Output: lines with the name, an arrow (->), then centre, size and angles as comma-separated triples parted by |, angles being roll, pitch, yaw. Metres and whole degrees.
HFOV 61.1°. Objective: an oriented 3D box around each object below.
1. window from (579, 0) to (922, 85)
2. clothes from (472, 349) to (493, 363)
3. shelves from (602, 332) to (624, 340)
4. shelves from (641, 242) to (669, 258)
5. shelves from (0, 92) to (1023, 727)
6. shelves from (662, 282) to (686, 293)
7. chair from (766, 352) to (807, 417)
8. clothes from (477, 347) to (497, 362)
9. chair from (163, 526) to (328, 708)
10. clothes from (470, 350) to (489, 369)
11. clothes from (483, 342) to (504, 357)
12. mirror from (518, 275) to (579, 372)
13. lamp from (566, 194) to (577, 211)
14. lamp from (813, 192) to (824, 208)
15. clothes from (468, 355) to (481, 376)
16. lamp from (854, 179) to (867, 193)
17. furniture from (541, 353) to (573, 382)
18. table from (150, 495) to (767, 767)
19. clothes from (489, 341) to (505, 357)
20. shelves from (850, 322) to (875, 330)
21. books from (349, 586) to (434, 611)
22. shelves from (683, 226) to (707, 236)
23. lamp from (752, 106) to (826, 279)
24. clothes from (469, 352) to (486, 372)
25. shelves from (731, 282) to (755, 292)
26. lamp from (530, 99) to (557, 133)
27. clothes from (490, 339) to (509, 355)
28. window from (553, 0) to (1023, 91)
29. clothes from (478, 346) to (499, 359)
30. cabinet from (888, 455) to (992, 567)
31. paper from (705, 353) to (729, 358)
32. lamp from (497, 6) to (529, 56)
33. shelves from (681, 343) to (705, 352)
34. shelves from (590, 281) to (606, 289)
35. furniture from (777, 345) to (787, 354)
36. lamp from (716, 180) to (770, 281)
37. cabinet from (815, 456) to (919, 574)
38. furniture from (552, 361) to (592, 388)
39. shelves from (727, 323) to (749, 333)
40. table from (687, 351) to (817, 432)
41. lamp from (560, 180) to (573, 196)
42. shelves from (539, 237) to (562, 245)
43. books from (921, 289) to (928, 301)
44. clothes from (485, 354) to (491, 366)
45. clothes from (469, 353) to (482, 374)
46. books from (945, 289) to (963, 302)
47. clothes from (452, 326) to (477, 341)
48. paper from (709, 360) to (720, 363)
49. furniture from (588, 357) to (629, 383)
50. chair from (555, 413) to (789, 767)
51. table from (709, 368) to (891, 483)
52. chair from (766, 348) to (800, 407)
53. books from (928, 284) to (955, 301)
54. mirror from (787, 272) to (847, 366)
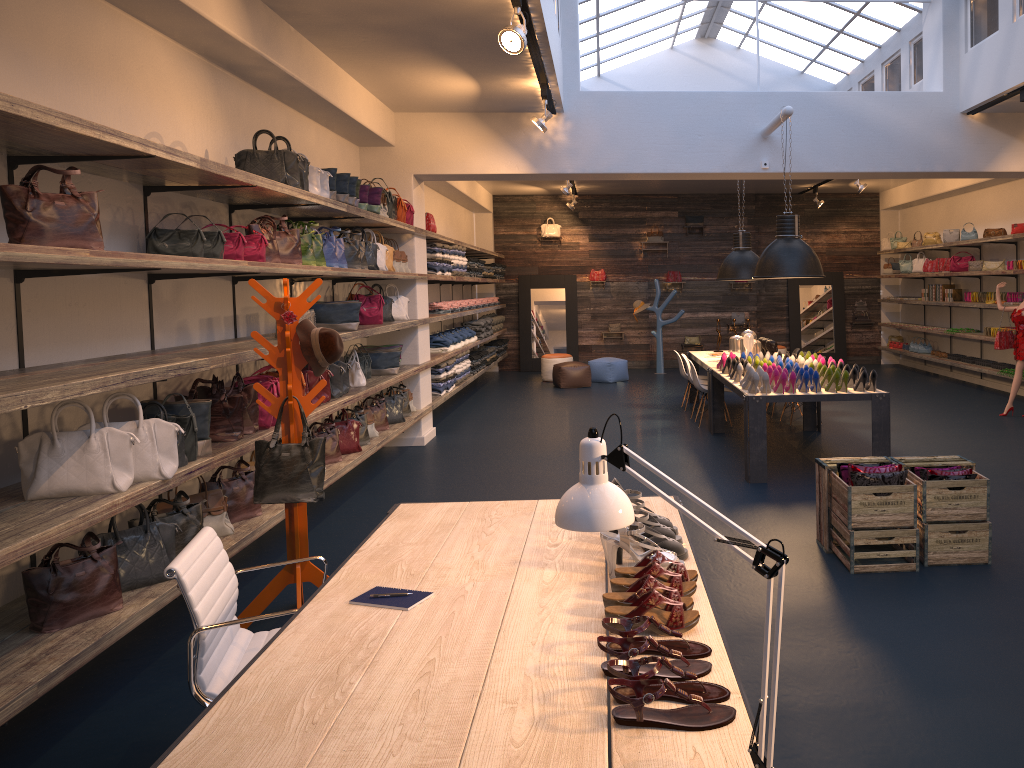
window -> 2.221, -4.272, 4.945 | 4.316, 0.834, 18.858 | 0, 6, 5
clothes -> -0.537, -0.464, 14.719 | 0.420, 0.250, 0.345 | -1, 5, -2
shelves -> 2.029, -0.970, 17.422 | 0.455, 0.143, 0.244 | -1, 5, -2
shelves -> 2.864, -2.685, 17.397 | 0.562, 0.316, 0.244 | -1, 4, -2
shelves -> 2.761, -0.571, 9.099 | 8.638, 2.219, 16.916 | 0, 6, 4
shelves -> 3.260, -1.945, 17.456 | 0.455, 0.210, 0.244 | -1, 5, -2
chair -> 3.514, -0.006, 11.142 | 0.548, 0.799, 0.465 | -1, 4, 0
clothes -> -0.496, -0.510, 15.135 | 0.405, 0.250, 0.358 | 0, 5, 10
chair -> -0.773, 0.935, 2.956 | 0.709, 0.834, 0.657 | -3, 4, -19
clothes -> -0.567, -0.387, 13.829 | 0.346, 0.298, 0.313 | 0, 5, 7
clothes -> -0.341, -0.621, 15.917 | 0.368, 0.298, 0.330 | -1, 5, 4
mirror -> 0.733, -1.216, 17.330 | 1.166, 1.912, 0.265 | -1, 3, -3
lamp -> 1.113, -3.362, 16.123 | 0.197, 0.326, 0.221 | -5, 5, -45
lamp -> 5.772, -3.446, 16.356 | 0.197, 0.326, 0.221 | -5, 5, -45
clothes -> -0.657, -0.278, 12.848 | 0.368, 0.298, 0.330 | -1, 5, 4
lamp -> 5.498, -3.150, 13.700 | 0.197, 0.326, 0.221 | -5, 5, -45
furniture -> 0.808, -0.296, 15.523 | 0.577, 0.479, 0.586 | -1, 5, 4
table -> -0.002, 1.014, 2.578 | 1.234, 0.738, 2.551 | 0, 6, 4
clothes -> -0.318, -0.657, 16.243 | 0.377, 0.298, 0.312 | -2, 5, -10
shelves -> 7.158, -1.183, 17.750 | 0.455, 0.157, 0.244 | -1, 5, -2
books -> -0.359, 0.636, 2.602 | 0.193, 0.018, 0.146 | 2, 7, 22
shelves -> 3.670, -3.076, 17.434 | 0.455, 0.178, 0.244 | -1, 5, -2
lamp -> 2.647, -1.843, 8.346 | 0.720, 1.642, 0.682 | -2, 3, -7
clothes -> -0.601, -0.351, 13.501 | 0.353, 0.298, 0.307 | -1, 5, 1
shelves -> 4.649, -1.962, 17.569 | 0.498, 0.184, 0.201 | -1, 5, -2
lamp -> 0.279, -2.454, 7.997 | 0.259, 0.326, 0.168 | -3, 4, -30
clothes -> -0.270, -0.712, 16.737 | 0.363, 0.298, 0.653 | 0, 6, 6
window -> 2.628, -3.728, 8.533 | 4.476, 0.650, 11.372 | 0, 6, 5
clothes -> -0.453, -0.555, 15.532 | 0.420, 0.250, 0.345 | -1, 5, -2
cabinet -> 2.652, 0.770, 5.368 | 0.472, 0.546, 0.558 | -1, 5, 2
paper -> 2.717, -0.380, 11.482 | 0.324, 0.014, 0.745 | 1, 6, 13
lamp -> 0.036, -2.160, 5.306 | 0.271, 0.314, 0.166 | -4, 5, -35
shelves -> 3.652, -0.729, 17.536 | 0.455, 0.157, 0.244 | -1, 5, -2
shelves -> 1.721, -1.978, 17.354 | 0.306, 0.157, 0.245 | -1, 5, 0
furniture -> 5.089, -0.512, 16.986 | 0.577, 0.479, 0.586 | -1, 5, 4
lamp -> 2.925, -2.146, 11.056 | 0.644, 1.642, 0.757 | 1, 4, 38
cabinet -> 3.198, 0.793, 5.097 | 2.706, 0.546, 0.773 | 1, 5, 13
furniture -> 1.007, -0.169, 14.612 | 0.679, 0.421, 0.621 | -2, 5, -15
shelves -> 4.583, -1.127, 17.581 | 0.455, 0.183, 0.244 | -1, 5, -2
table -> 2.989, 0.032, 11.133 | 1.234, 0.738, 2.551 | 0, 6, 4
lamp -> 0.841, -3.067, 13.485 | 0.197, 0.326, 0.221 | -5, 5, -45
shelves -> 0.770, -2.841, 17.257 | 0.455, 0.157, 0.244 | -1, 5, -2
books -> 7.472, -1.598, 15.546 | 0.180, 0.209, 0.320 | -1, 5, 4
clothes -> -0.579, -0.420, 14.323 | 0.405, 0.250, 0.358 | 0, 5, 10
clothes -> -0.634, -0.314, 13.174 | 0.377, 0.298, 0.312 | -2, 5, -10
books -> 7.415, -1.490, 14.583 | 0.182, 0.212, 0.331 | -1, 5, 3
clothes -> -0.761, -0.749, 13.125 | 0.426, 0.240, 0.429 | -1, 5, 1
paper -> 2.726, -0.298, 10.741 | 0.307, 0.014, 0.786 | 5, 8, 42
furniture -> 1.700, -0.262, 15.373 | 0.596, 0.421, 0.704 | 3, 7, 40
chair -> 0.317, 0.437, 1.700 | 0.512, 0.743, 0.180 | 2, 4, 39
table -> 2.727, 0.316, 8.589 | 1.234, 0.738, 2.551 | 0, 6, 4
chair -> 3.646, -0.081, 11.809 | 0.544, 0.799, 0.468 | -1, 4, 2
books -> 7.454, -1.585, 15.072 | 0.239, 0.287, 0.640 | -1, 6, 3
mirror -> 6.211, -1.323, 17.684 | 1.166, 1.912, 0.265 | -1, 3, -3
